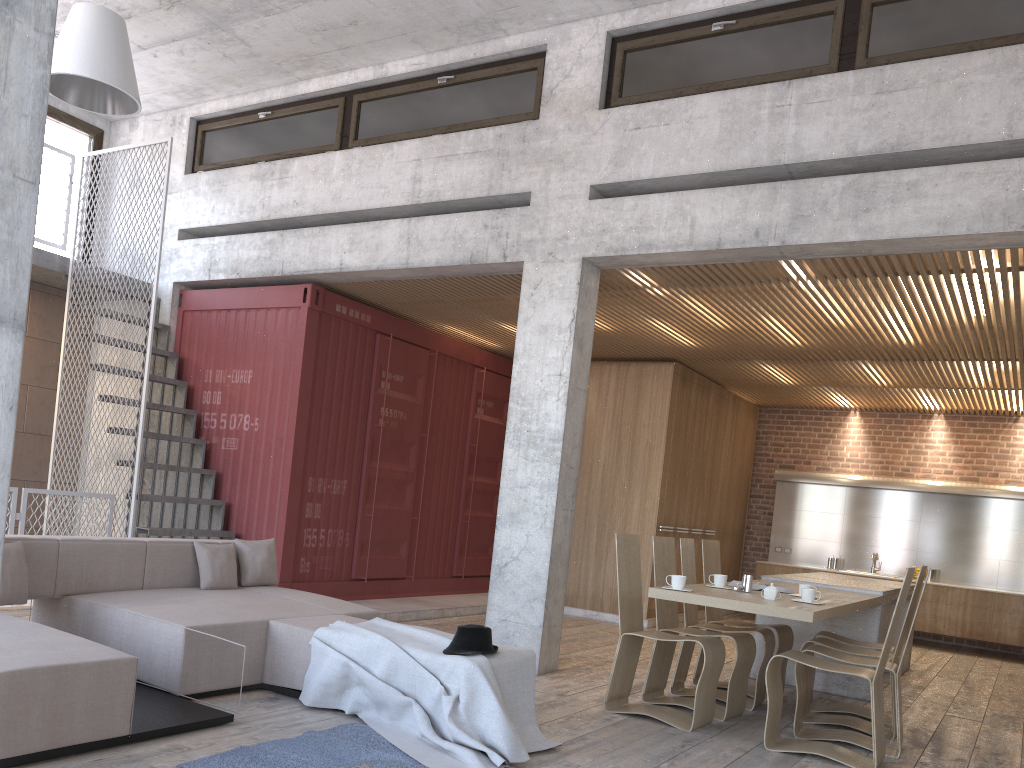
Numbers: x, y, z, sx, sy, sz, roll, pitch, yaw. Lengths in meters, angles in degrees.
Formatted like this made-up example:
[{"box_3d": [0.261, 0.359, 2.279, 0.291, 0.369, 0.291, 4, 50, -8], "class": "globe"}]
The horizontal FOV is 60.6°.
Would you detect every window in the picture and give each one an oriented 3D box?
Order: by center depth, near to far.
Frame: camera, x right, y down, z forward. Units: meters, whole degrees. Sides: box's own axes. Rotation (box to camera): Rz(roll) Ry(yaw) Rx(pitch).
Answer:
[{"box_3d": [0.212, -2.400, 7.141, 8.394, 0.607, 0.114, 1, -2, 31], "class": "window"}, {"box_3d": [-5.637, -2.286, 8.369, 0.109, 1.738, 3.614, 7, -5, 32], "class": "window"}]

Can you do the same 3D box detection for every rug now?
[{"box_3d": [0.075, 1.795, 3.585, 2.903, 0.049, 1.178, 1, -9, 31], "class": "rug"}]

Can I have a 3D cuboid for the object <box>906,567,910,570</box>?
[{"box_3d": [5.419, 2.527, 11.987, 0.053, 0.051, 0.063, 5, -5, 24], "class": "object"}]

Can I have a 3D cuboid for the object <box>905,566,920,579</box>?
[{"box_3d": [5.459, 2.564, 11.934, 0.188, 0.174, 0.210, 4, -5, 31], "class": "object"}]

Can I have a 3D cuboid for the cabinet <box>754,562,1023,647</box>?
[{"box_3d": [5.609, 2.352, 12.178, 4.094, 2.067, 1.086, 2, -3, 31], "class": "cabinet"}]

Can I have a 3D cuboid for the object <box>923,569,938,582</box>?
[{"box_3d": [5.728, 2.619, 12.012, 0.189, 0.170, 0.193, 2, -5, 43], "class": "object"}]

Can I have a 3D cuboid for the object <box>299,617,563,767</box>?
[{"box_3d": [-0.389, 1.673, 4.938, 1.056, 0.500, 1.592, 11, -9, -40], "class": "object"}]

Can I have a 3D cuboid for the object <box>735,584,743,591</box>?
[{"box_3d": [1.545, 1.380, 5.961, 0.051, 0.045, 0.051, 10, -5, -40], "class": "object"}]

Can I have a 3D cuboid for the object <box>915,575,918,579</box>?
[{"box_3d": [5.473, 2.611, 11.845, 0.062, 0.052, 0.053, 5, -4, 16], "class": "object"}]

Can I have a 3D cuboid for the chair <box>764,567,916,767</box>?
[{"box_3d": [1.944, 1.646, 5.261, 0.717, 1.191, 0.351, 5, 0, 31], "class": "chair"}]

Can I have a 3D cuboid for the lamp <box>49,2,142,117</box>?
[{"box_3d": [-3.140, -0.102, 4.719, 2.617, 3.417, 0.759, 5, 0, 19], "class": "lamp"}]

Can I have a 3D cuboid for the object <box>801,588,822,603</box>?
[{"box_3d": [1.913, 1.362, 5.631, 0.117, 0.088, 0.094, 6, -4, -4], "class": "object"}]

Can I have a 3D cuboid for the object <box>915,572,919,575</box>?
[{"box_3d": [5.488, 2.566, 11.869, 0.061, 0.053, 0.054, 4, -4, 22], "class": "object"}]

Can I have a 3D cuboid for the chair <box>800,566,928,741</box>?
[{"box_3d": [2.434, 1.820, 6.146, 0.717, 1.191, 0.351, 5, 0, 31], "class": "chair"}]

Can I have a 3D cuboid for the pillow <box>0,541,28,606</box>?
[{"box_3d": [-2.839, 1.057, 4.904, 0.169, 0.370, 0.379, 6, -4, 5], "class": "pillow"}]

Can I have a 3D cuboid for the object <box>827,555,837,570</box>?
[{"box_3d": [4.608, 2.559, 12.600, 0.143, 0.210, 0.053, 5, 0, 31], "class": "object"}]

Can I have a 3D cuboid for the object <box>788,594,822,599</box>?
[{"box_3d": [2.039, 1.479, 6.095, 0.184, 0.014, 0.187, -1, -11, 44], "class": "object"}]

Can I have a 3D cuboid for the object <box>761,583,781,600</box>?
[{"box_3d": [1.644, 1.317, 5.561, 0.122, 0.111, 0.090, 5, -3, 22], "class": "object"}]

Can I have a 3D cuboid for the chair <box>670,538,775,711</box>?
[{"box_3d": [1.608, 1.800, 6.644, 0.718, 1.191, 0.351, 5, 0, 28], "class": "chair"}]

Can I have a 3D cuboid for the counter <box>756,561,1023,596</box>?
[{"box_3d": [5.461, 2.683, 12.002, 4.057, 0.020, 0.662, 1, -9, 31], "class": "counter"}]

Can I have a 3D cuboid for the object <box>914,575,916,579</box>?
[{"box_3d": [5.480, 2.622, 11.904, 0.061, 0.055, 0.051, 5, -4, 22], "class": "object"}]

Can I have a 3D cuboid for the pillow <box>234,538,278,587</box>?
[{"box_3d": [-1.936, 1.355, 6.683, 0.186, 0.365, 0.366, 5, -3, 36], "class": "pillow"}]

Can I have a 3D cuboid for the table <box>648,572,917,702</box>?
[{"box_3d": [2.563, 2.152, 7.453, 1.006, 0.916, 5.258, 4, -8, 31], "class": "table"}]

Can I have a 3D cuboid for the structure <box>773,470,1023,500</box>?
[{"box_3d": [5.714, 1.420, 12.175, 4.057, 0.156, 0.210, 1, -6, 31], "class": "structure"}]

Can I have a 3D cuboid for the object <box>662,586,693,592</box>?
[{"box_3d": [1.046, 1.294, 5.529, 0.184, 0.014, 0.187, 4, -8, 17], "class": "object"}]

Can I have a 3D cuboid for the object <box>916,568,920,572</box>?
[{"box_3d": [5.506, 2.520, 11.883, 0.059, 0.060, 0.050, 8, -3, -24], "class": "object"}]

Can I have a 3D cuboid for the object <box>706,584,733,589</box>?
[{"box_3d": [1.453, 1.421, 6.132, 0.184, 0.014, 0.187, 4, -8, 17], "class": "object"}]

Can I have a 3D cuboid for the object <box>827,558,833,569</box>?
[{"box_3d": [4.576, 2.577, 12.618, 0.060, 0.159, 0.059, 6, 0, -43], "class": "object"}]

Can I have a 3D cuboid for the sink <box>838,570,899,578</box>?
[{"box_3d": [4.979, 2.743, 12.250, 0.726, 0.191, 0.530, 2, -8, 31], "class": "sink"}]

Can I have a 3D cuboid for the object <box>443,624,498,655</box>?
[{"box_3d": [-0.223, 1.408, 4.834, 0.297, 0.168, 0.306, 4, -6, 19], "class": "object"}]

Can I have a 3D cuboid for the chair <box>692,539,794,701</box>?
[{"box_3d": [1.873, 1.888, 7.075, 0.717, 1.191, 0.352, 5, -1, 36], "class": "chair"}]

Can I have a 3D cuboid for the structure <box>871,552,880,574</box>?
[{"box_3d": [5.129, 2.621, 12.414, 0.114, 0.474, 0.250, 6, -1, 32], "class": "structure"}]

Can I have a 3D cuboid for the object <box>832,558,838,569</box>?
[{"box_3d": [4.636, 2.579, 12.582, 0.060, 0.159, 0.059, 6, 0, -43], "class": "object"}]

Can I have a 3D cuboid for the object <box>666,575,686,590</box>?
[{"box_3d": [1.037, 1.251, 5.525, 0.117, 0.088, 0.093, 7, -4, -15], "class": "object"}]

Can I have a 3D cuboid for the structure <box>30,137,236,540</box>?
[{"box_3d": [-4.649, -0.236, 7.714, 3.018, 4.300, 3.725, 5, -3, 31], "class": "structure"}]

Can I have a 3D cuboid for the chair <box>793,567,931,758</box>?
[{"box_3d": [2.244, 1.734, 5.670, 0.718, 1.191, 0.351, 5, 0, 27], "class": "chair"}]

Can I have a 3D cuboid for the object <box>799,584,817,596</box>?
[{"box_3d": [2.051, 1.441, 6.098, 0.117, 0.088, 0.094, 6, -4, 5], "class": "object"}]

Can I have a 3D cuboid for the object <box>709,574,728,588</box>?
[{"box_3d": [1.444, 1.377, 6.127, 0.117, 0.088, 0.093, 7, -4, -15], "class": "object"}]

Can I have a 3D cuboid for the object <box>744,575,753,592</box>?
[{"box_3d": [1.603, 1.351, 5.939, 0.053, 0.111, 0.052, 6, -1, -14], "class": "object"}]

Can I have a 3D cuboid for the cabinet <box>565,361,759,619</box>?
[{"box_3d": [2.122, 1.579, 12.479, 1.508, 3.115, 3.802, 6, -4, 32], "class": "cabinet"}]

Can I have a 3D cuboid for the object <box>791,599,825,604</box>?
[{"box_3d": [1.902, 1.400, 5.627, 0.184, 0.014, 0.188, 1, -9, 34], "class": "object"}]

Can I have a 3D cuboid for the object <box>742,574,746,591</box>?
[{"box_3d": [1.598, 1.359, 5.998, 0.053, 0.109, 0.052, 6, -1, -14], "class": "object"}]

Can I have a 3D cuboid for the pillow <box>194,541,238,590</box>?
[{"box_3d": [-2.124, 1.324, 6.335, 0.185, 0.357, 0.375, 5, -4, 31], "class": "pillow"}]

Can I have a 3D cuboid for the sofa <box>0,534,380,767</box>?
[{"box_3d": [-1.699, 1.405, 4.999, 2.996, 0.781, 3.038, 2, -8, 31], "class": "sofa"}]

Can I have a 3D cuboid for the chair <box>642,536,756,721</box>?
[{"box_3d": [1.335, 1.712, 6.218, 0.717, 1.191, 0.352, 5, -1, 36], "class": "chair"}]

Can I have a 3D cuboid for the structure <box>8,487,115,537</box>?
[{"box_3d": [-5.607, 1.068, 6.566, 1.916, 0.929, 4.488, 2, -8, 31], "class": "structure"}]

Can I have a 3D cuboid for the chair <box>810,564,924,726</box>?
[{"box_3d": [2.642, 1.906, 6.611, 0.718, 1.191, 0.351, 5, 0, 25], "class": "chair"}]

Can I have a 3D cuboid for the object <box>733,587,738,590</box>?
[{"box_3d": [1.531, 1.395, 5.982, 0.050, 0.019, 0.051, 4, -7, 14], "class": "object"}]

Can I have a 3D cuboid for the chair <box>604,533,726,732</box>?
[{"box_3d": [1.022, 1.624, 5.816, 0.717, 1.191, 0.352, 5, -1, 35], "class": "chair"}]
